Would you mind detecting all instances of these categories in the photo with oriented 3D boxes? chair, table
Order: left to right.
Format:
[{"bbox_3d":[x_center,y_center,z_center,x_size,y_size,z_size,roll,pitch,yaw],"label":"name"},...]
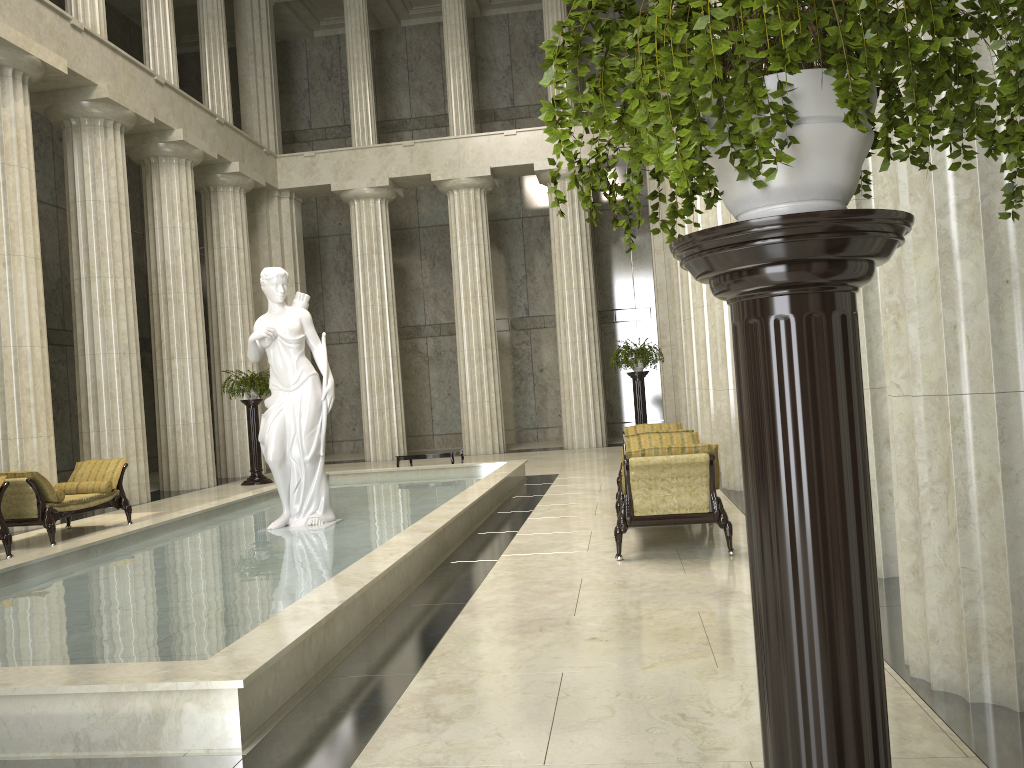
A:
[{"bbox_3d":[-6.250,1.528,9.200,0.993,0.950,2.172,-4,-1,7],"label":"chair"},{"bbox_3d":[-5.948,1.537,11.650,0.993,0.950,2.172,-4,-1,7],"label":"chair"},{"bbox_3d":[-1.491,1.511,16.421,1.134,0.494,1.123,-4,-1,6],"label":"table"},{"bbox_3d":[1.732,0.987,10.706,0.993,0.950,2.172,-4,-1,7],"label":"chair"},{"bbox_3d":[1.431,0.979,8.257,0.993,0.950,2.172,-4,-1,7],"label":"chair"}]

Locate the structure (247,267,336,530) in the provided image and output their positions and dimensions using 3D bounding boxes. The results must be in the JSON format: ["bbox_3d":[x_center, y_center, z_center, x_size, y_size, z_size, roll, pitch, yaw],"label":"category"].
[{"bbox_3d":[-2.406,0.216,9.728,0.940,3.044,0.729,-4,-1,1],"label":"structure"}]

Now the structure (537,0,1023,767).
[{"bbox_3d":[0.582,0.238,1.665,1.159,2.386,1.053,-5,-1,37],"label":"structure"}]

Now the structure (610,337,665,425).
[{"bbox_3d":[2.472,0.294,17.183,1.053,2.386,1.159,-4,-1,12],"label":"structure"}]

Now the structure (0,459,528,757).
[{"bbox_3d":[-2.276,1.664,9.733,3.754,0.508,11.573,-4,-1,7],"label":"structure"}]

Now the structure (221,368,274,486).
[{"bbox_3d":[-5.285,0.849,18.142,1.159,2.386,1.053,-4,-1,2],"label":"structure"}]
